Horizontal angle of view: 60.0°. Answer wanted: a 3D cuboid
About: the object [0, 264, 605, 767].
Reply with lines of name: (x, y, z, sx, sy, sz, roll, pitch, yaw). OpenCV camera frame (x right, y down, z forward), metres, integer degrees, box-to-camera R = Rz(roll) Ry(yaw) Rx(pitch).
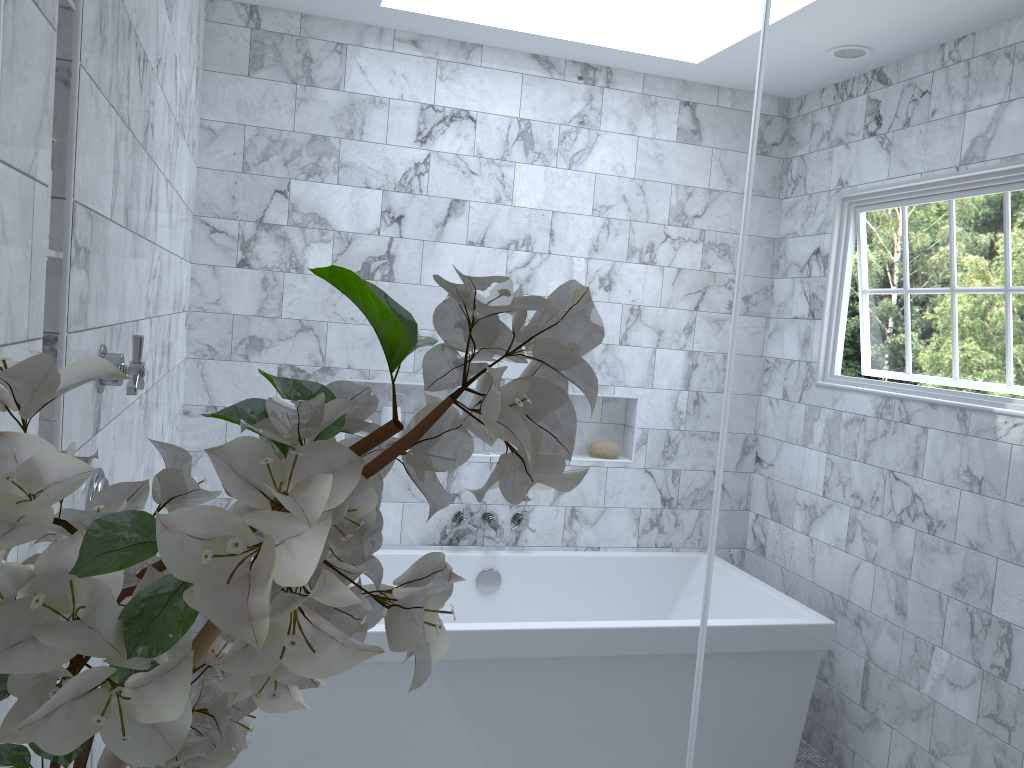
object: (-0.169, 0.285, 0.462, 0.374, 0.706, 0.225, 6, 4, 14)
